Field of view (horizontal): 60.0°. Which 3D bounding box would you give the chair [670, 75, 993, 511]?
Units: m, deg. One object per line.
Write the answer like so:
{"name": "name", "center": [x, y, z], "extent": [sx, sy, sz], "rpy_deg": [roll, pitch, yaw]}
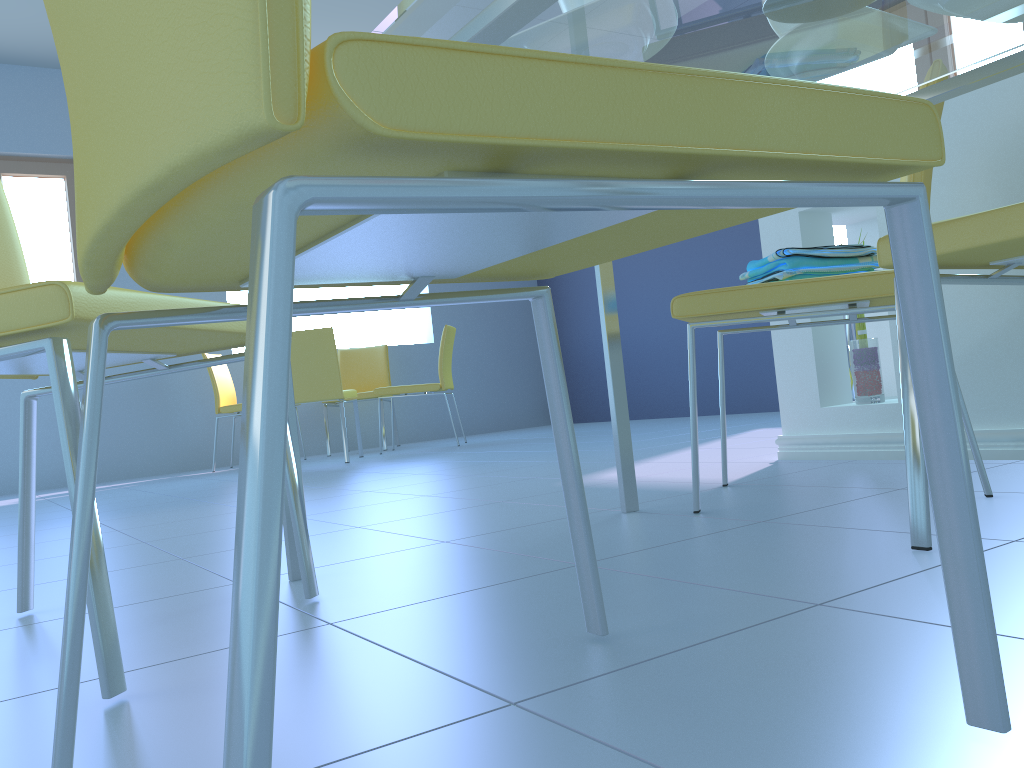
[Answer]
{"name": "chair", "center": [0.568, -0.156, 1.625], "extent": [0.484, 0.695, 0.387], "rpy_deg": [-7, -1, 21]}

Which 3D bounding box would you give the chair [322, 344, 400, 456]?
{"name": "chair", "center": [-0.993, 0.088, 5.810], "extent": [0.387, 0.695, 0.484], "rpy_deg": [-6, -1, 4]}

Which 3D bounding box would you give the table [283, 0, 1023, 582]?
{"name": "table", "center": [0.230, -0.073, 0.991], "extent": [0.730, 0.590, 1.173], "rpy_deg": [-5, -1, -32]}

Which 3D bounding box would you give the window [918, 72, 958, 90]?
{"name": "window", "center": [1.938, -1.248, 4.402], "extent": [0.142, 1.263, 1.475], "rpy_deg": [-5, -1, -32]}

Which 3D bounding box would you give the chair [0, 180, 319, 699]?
{"name": "chair", "center": [-0.569, -0.045, 1.036], "extent": [0.484, 0.695, 0.387], "rpy_deg": [-6, -1, 16]}

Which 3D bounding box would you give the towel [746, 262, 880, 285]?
{"name": "towel", "center": [0.543, -0.197, 1.623], "extent": [0.195, 0.024, 0.201], "rpy_deg": [-6, -1, -7]}

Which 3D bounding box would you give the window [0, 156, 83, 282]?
{"name": "window", "center": [-3.182, -0.690, 5.038], "extent": [1.475, 1.263, 0.142], "rpy_deg": [-5, -1, -32]}

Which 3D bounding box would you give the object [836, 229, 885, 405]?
{"name": "object", "center": [0.841, -0.163, 2.146], "extent": [0.067, 0.423, 0.229], "rpy_deg": [-6, -1, -1]}

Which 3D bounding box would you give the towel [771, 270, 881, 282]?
{"name": "towel", "center": [0.548, -0.183, 1.627], "extent": [0.195, 0.024, 0.201], "rpy_deg": [-6, -1, -13]}

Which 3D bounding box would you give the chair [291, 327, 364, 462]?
{"name": "chair", "center": [-1.054, 0.075, 4.729], "extent": [0.387, 0.695, 0.484], "rpy_deg": [-6, -1, -1]}

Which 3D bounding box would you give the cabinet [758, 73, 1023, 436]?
{"name": "cabinet", "center": [2.074, -0.354, 2.147], "extent": [2.200, 0.800, 2.139], "rpy_deg": [-5, -1, -32]}

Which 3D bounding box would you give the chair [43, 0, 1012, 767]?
{"name": "chair", "center": [-0.049, -0.110, 0.546], "extent": [0.484, 0.695, 0.387], "rpy_deg": [-5, -1, -35]}

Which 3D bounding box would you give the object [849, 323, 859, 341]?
{"name": "object", "center": [0.951, -0.141, 2.430], "extent": [0.085, 0.365, 0.050], "rpy_deg": [-5, -1, -34]}

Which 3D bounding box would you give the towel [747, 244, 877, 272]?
{"name": "towel", "center": [0.544, -0.228, 1.623], "extent": [0.195, 0.033, 0.190], "rpy_deg": [-6, -1, -6]}

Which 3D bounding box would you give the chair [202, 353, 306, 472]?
{"name": "chair", "center": [-1.539, 0.137, 5.274], "extent": [0.484, 0.695, 0.387], "rpy_deg": [-6, -1, -1]}

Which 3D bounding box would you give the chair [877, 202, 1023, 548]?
{"name": "chair", "center": [0.741, -0.185, 1.018], "extent": [0.484, 0.695, 0.387], "rpy_deg": [-5, -1, -30]}

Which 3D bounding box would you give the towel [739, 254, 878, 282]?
{"name": "towel", "center": [0.544, -0.212, 1.625], "extent": [0.195, 0.027, 0.192], "rpy_deg": [-6, -1, -11]}

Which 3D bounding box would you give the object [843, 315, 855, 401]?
{"name": "object", "center": [0.864, -0.163, 2.394], "extent": [0.090, 0.427, 0.054], "rpy_deg": [-6, -1, 0]}

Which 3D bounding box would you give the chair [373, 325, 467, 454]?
{"name": "chair", "center": [-0.542, 0.032, 5.260], "extent": [0.484, 0.699, 0.387], "rpy_deg": [-6, -1, 4]}
